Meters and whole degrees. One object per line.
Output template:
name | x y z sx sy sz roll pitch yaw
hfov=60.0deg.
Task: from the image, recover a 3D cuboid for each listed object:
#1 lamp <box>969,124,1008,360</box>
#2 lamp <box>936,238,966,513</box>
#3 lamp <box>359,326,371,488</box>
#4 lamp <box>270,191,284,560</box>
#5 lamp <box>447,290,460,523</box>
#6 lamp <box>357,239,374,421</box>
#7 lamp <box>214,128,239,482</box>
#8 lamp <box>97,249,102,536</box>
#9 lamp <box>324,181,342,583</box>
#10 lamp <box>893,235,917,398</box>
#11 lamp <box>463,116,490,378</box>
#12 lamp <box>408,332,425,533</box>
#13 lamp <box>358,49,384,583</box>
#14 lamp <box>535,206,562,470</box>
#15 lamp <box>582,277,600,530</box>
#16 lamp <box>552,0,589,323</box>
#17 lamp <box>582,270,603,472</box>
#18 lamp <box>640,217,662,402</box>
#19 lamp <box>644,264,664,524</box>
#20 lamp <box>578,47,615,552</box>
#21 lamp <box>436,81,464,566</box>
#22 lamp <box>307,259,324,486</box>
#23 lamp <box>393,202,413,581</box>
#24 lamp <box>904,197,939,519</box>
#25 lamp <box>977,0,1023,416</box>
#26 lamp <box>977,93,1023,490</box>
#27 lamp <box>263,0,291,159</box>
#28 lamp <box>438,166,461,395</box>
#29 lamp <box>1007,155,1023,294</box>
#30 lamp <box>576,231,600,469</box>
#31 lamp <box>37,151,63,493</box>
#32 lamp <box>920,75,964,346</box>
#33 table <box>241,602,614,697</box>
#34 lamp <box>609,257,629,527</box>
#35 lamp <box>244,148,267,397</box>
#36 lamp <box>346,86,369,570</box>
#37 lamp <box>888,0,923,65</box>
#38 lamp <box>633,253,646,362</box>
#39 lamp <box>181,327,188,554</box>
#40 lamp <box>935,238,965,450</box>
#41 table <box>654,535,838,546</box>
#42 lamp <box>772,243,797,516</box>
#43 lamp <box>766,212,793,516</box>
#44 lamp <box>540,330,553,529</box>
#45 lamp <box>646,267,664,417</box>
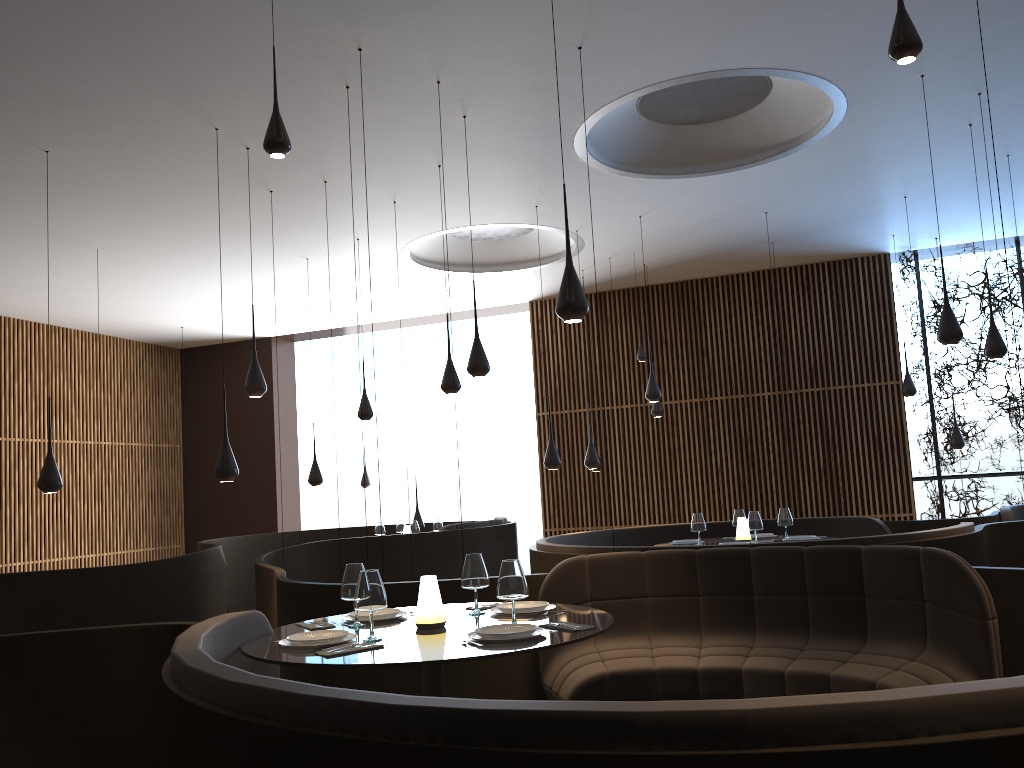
lamp | 4.371 -1.329 8.221 0.196 2.218 0.196 0 -7 -35
lamp | 6.132 1.075 12.124 0.196 6.261 0.196 2 -8 -45
lamp | -2.713 0.405 16.102 0.196 2.954 0.196 2 -8 -45
lamp | -2.263 1.155 8.716 0.196 6.261 0.196 0 -7 -35
lamp | -0.825 1.649 13.495 0.196 6.261 0.196 -3 -5 -5
lamp | -1.817 -0.662 10.732 0.196 2.218 0.196 0 -7 -35
lamp | -2.396 -0.677 7.317 0.196 2.954 0.196 -6 -6 25
lamp | -4.798 1.205 10.351 0.196 6.261 0.196 -7 -7 35
lamp | -1.674 1.099 8.536 0.196 6.261 0.196 -6 -6 25
lamp | 5.283 -0.927 12.021 0.196 2.218 0.196 0 -7 -35
lamp | -0.336 -1.157 7.394 0.196 2.218 0.196 -5 -6 15
lamp | -1.445 0.693 13.019 0.196 2.954 0.196 -1 -6 -25
lamp | -0.892 0.744 5.983 0.196 6.261 0.196 -4 -5 5
lamp | 0.363 -0.533 9.845 0.196 2.954 0.196 -2 -6 -15
lamp | 1.259 1.490 13.194 0.196 6.261 0.196 -6 -6 28
lamp | 0.285 -1.461 5.183 0.196 2.218 0.196 -1 -6 -25
lamp | 1.128 -0.206 12.910 0.196 2.954 0.196 -4 -5 5
lamp | 1.597 -0.893 10.483 0.196 2.218 0.196 -5 -6 15
lamp | 2.113 1.370 12.617 0.196 6.261 0.196 -6 -6 28
lamp | 0.676 0.671 6.145 0.196 6.261 0.196 0 -7 -35
lamp | -0.385 0.782 6.549 0.196 6.261 0.196 2 -8 -45
lamp | -2.585 -0.166 11.440 0.196 2.954 0.196 0 -7 -35
lamp | -1.082 1.152 9.262 0.196 6.261 0.196 -6 -6 25
lamp | 4.813 0.912 10.141 0.196 6.261 0.196 -1 -6 -25
lamp | 2.834 0.389 4.864 0.196 6.261 0.196 0 -7 -35
lamp | 4.215 0.610 7.353 0.196 6.261 0.196 0 -7 -35
lamp | -1.167 -1.841 4.318 0.133 1.505 0.133 -5 -6 15
lamp | -0.637 -1.005 8.476 0.196 2.218 0.196 -6 -6 25
lamp | 5.250 -0.911 9.091 0.196 2.954 0.196 -5 -6 15
lamp | 0.893 -0.437 10.887 0.196 2.954 0.196 -1 -6 -25
lamp | -3.956 -0.554 7.571 0.196 2.954 0.196 0 -7 -35
lamp | 3.412 -1.409 7.126 0.196 2.218 0.196 0 -7 -35
table | -0.342 1.623 4.021 1.672 1.021 1.676 1 -8 -35
lamp | 1.552 1.343 12.121 0.196 6.261 0.196 2 -7 -42
lamp | -2.285 -0.992 7.783 0.196 2.218 0.196 0 -7 -35
lamp | -1.085 0.823 6.544 0.196 6.261 0.196 -4 -5 5
lamp | 1.579 -2.078 3.717 0.133 1.505 0.133 -5 -6 15
lamp | 1.732 -1.057 12.197 0.133 1.505 0.133 -5 -6 15
lamp | -4.232 2.351 11.567 0.196 6.261 0.196 -7 -7 35
lamp | 6.012 -0.572 12.258 0.196 2.954 0.196 0 -7 -35
table | 2.193 1.983 8.225 1.674 1.021 1.674 -7 -7 29
lamp | 3.752 1.180 11.841 0.196 6.261 0.196 -3 -5 -5
lamp | 3.260 1.039 10.437 0.196 6.261 0.196 -1 -6 -25
lamp | 0.630 2.259 13.710 0.196 6.261 0.196 -3 -5 -5
lamp | 2.050 -0.623 12.959 0.196 2.218 0.196 2 -8 -45
